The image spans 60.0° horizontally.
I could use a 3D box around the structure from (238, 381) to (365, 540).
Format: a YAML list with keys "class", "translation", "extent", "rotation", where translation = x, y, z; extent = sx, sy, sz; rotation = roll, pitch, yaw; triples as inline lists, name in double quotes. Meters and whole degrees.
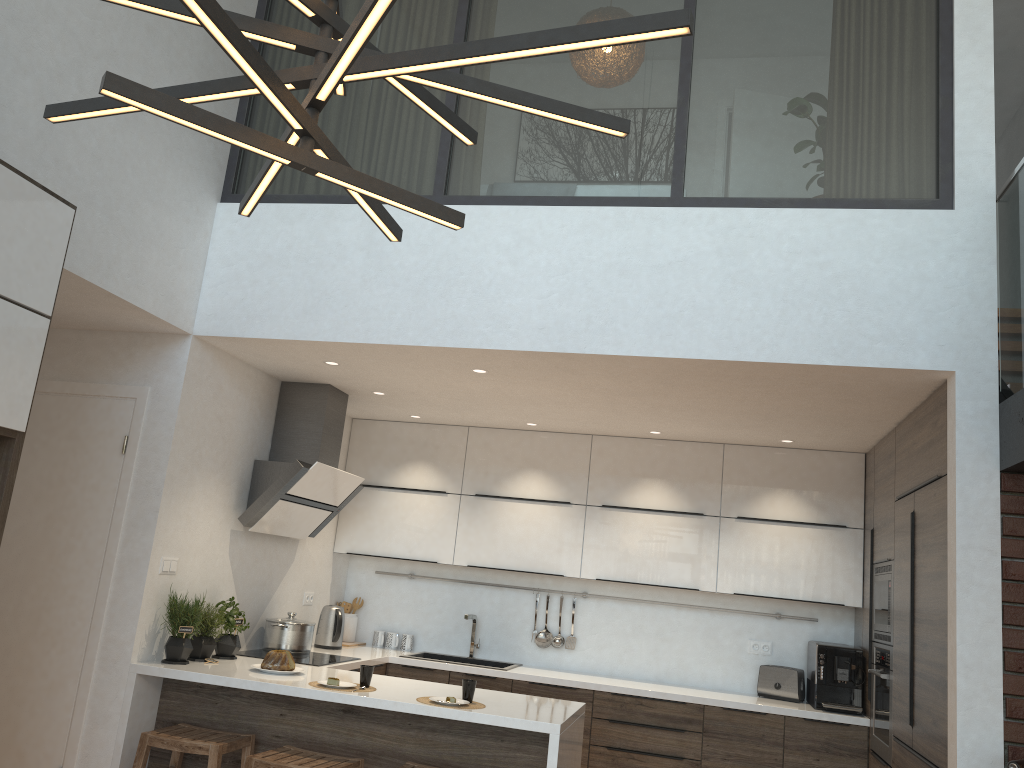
- class: "structure"
  translation: [-1.181, 0.411, 5.270]
  extent: [0.407, 0.998, 0.898]
  rotation: [3, -13, 13]

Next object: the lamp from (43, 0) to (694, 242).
- class: "lamp"
  translation: [-0.138, -2.108, 1.784]
  extent: [1.200, 3.645, 0.831]
  rotation: [1, -13, 23]

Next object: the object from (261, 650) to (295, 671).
- class: "object"
  translation: [-1.126, 1.335, 4.275]
  extent: [0.155, 0.101, 0.161]
  rotation: [4, -13, 9]

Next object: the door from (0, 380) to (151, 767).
- class: "door"
  translation: [-2.348, 1.025, 4.208]
  extent: [0.974, 2.136, 0.085]
  rotation: [3, -13, 13]

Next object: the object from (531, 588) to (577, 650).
- class: "object"
  translation: [0.285, 1.589, 5.987]
  extent: [0.320, 0.389, 0.069]
  rotation: [3, -13, 14]

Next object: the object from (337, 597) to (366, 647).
- class: "object"
  translation: [-1.146, 1.632, 6.128]
  extent: [0.221, 0.316, 0.330]
  rotation: [3, -13, 13]

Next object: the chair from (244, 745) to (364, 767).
- class: "chair"
  translation: [-0.874, 1.826, 3.580]
  extent: [0.450, 0.600, 0.350]
  rotation: [2, -13, 18]

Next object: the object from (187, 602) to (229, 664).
- class: "object"
  translation: [-1.522, 1.229, 4.416]
  extent: [0.221, 0.283, 0.211]
  rotation: [0, -14, 26]

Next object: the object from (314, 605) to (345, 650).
- class: "object"
  translation: [-1.168, 1.560, 5.704]
  extent: [0.179, 0.270, 0.220]
  rotation: [6, -12, 1]

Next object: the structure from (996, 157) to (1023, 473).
- class: "structure"
  translation: [2.193, 0.550, 1.904]
  extent: [1.289, 3.460, 5.660]
  rotation: [3, -13, 13]

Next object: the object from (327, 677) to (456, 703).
- class: "object"
  translation: [-0.531, 1.339, 3.881]
  extent: [0.597, 0.039, 0.064]
  rotation: [4, -13, 9]

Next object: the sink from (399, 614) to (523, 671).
- class: "sink"
  translation: [-0.318, 1.775, 5.791]
  extent: [0.706, 0.518, 0.512]
  rotation: [3, -13, 13]

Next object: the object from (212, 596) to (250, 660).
- class: "object"
  translation: [-1.474, 1.262, 4.604]
  extent: [0.179, 0.311, 0.172]
  rotation: [1, -14, 24]

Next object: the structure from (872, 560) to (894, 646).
- class: "structure"
  translation: [2.221, 1.194, 4.735]
  extent: [0.459, 0.430, 0.595]
  rotation: [3, -13, 13]

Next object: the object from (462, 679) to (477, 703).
- class: "object"
  translation: [-0.192, 1.356, 3.910]
  extent: [0.066, 0.093, 0.066]
  rotation: [9, -13, -13]

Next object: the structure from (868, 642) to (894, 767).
- class: "structure"
  translation: [2.151, 1.679, 4.631]
  extent: [0.495, 0.570, 0.595]
  rotation: [3, -13, 13]

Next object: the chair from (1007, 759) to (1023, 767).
- class: "chair"
  translation: [1.953, 1.738, 2.737]
  extent: [0.651, 0.991, 0.700]
  rotation: [17, -17, -41]

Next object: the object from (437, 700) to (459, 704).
- class: "object"
  translation: [-0.267, 1.351, 3.758]
  extent: [0.126, 0.012, 0.025]
  rotation: [-2, -15, 31]

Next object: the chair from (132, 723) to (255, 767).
- class: "chair"
  translation: [-1.399, 1.824, 3.823]
  extent: [0.450, 0.600, 0.350]
  rotation: [3, -13, 13]

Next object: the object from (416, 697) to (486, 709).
- class: "object"
  translation: [-0.265, 1.383, 3.849]
  extent: [0.304, 0.002, 0.304]
  rotation: [-6, -17, 44]

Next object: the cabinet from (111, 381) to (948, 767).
- class: "cabinet"
  translation: [0.255, 1.299, 4.841]
  extent: [3.495, 2.401, 2.401]
  rotation: [3, -13, 13]

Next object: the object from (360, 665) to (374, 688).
- class: "object"
  translation: [-0.667, 1.336, 4.050]
  extent: [0.066, 0.093, 0.066]
  rotation: [17, -16, -40]

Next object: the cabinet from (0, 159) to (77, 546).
- class: "cabinet"
  translation: [-2.200, 0.119, 0.920]
  extent: [0.338, 2.494, 4.036]
  rotation: [3, -13, 13]

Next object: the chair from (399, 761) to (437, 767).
- class: "chair"
  translation: [-0.319, 1.875, 3.530]
  extent: [0.450, 0.600, 0.350]
  rotation: [4, -13, 11]

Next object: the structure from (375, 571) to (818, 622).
- class: "structure"
  translation: [0.490, 1.425, 5.991]
  extent: [3.000, 0.045, 0.050]
  rotation: [3, -13, 13]

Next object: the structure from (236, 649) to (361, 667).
- class: "structure"
  translation: [-1.217, 1.534, 4.998]
  extent: [0.550, 0.006, 0.609]
  rotation: [3, -13, 13]

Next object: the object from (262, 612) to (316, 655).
- class: "object"
  translation: [-1.301, 1.447, 5.181]
  extent: [0.315, 0.223, 0.288]
  rotation: [15, -15, -35]

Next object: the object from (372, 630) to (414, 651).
- class: "object"
  translation: [-0.826, 1.780, 6.149]
  extent: [0.297, 0.105, 0.112]
  rotation: [3, -13, 15]

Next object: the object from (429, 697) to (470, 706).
- class: "object"
  translation: [-0.270, 1.365, 3.809]
  extent: [0.176, 0.014, 0.176]
  rotation: [2, -13, 17]

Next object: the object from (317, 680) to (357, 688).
- class: "object"
  translation: [-0.782, 1.345, 3.963]
  extent: [0.176, 0.014, 0.176]
  rotation: [5, -12, 3]

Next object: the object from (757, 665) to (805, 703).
- class: "object"
  translation: [1.676, 1.861, 5.520]
  extent: [0.260, 0.195, 0.177]
  rotation: [-2, -15, 33]

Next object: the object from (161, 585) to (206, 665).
- class: "object"
  translation: [-1.565, 1.138, 4.219]
  extent: [0.186, 0.367, 0.196]
  rotation: [3, -13, 13]

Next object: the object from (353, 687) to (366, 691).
- class: "object"
  translation: [-0.679, 1.349, 3.923]
  extent: [0.025, 0.011, 0.126]
  rotation: [2, -13, 17]

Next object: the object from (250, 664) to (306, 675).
- class: "object"
  translation: [-1.123, 1.371, 4.254]
  extent: [0.261, 0.021, 0.261]
  rotation: [4, -13, 8]

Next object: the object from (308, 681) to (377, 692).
- class: "object"
  translation: [-0.763, 1.362, 3.994]
  extent: [0.305, 0.002, 0.305]
  rotation: [10, -13, -17]

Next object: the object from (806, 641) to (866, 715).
- class: "object"
  translation: [1.944, 1.755, 5.330]
  extent: [0.274, 0.378, 0.532]
  rotation: [3, -13, 13]
